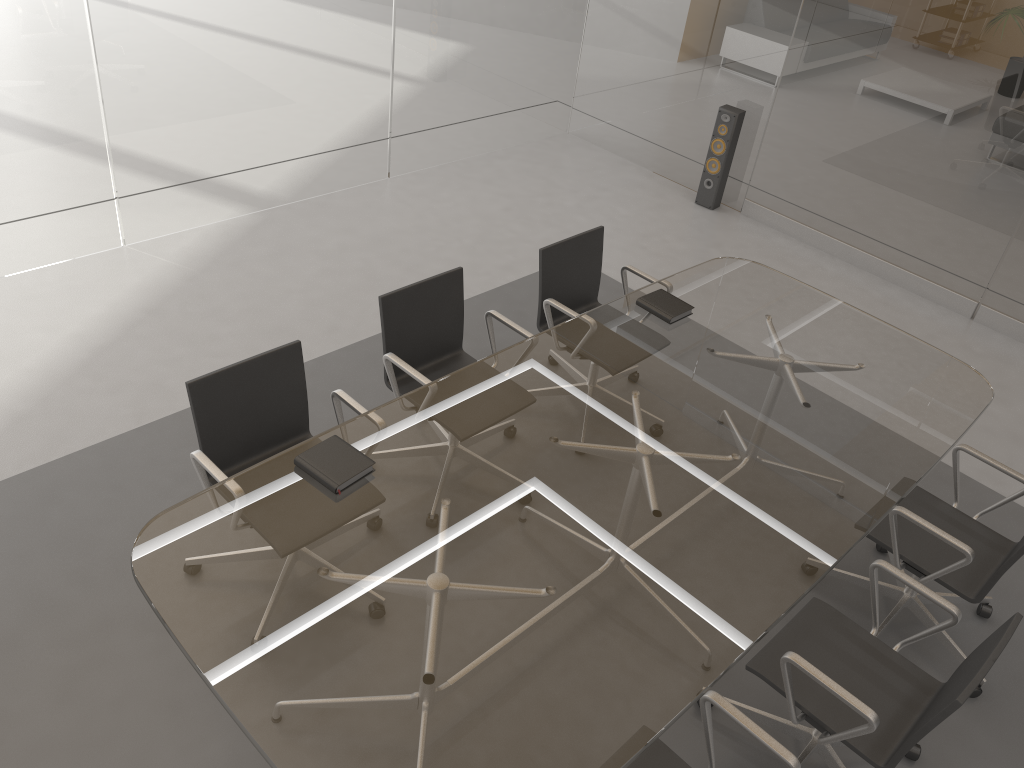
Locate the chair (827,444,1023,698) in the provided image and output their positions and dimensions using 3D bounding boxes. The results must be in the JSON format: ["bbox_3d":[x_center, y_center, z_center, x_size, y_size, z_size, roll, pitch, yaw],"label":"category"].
[{"bbox_3d":[1.504,0.559,3.202,0.710,0.805,0.731,23,38,19],"label":"chair"}]

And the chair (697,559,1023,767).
[{"bbox_3d":[0.974,0.880,2.654,0.710,0.805,0.731,23,38,19],"label":"chair"}]

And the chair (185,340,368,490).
[{"bbox_3d":[-0.712,0.382,3.002,0.710,0.805,0.731,22,38,19],"label":"chair"}]

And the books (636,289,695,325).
[{"bbox_3d":[0.631,-0.321,3.658,0.164,0.032,0.183,-25,47,-37],"label":"books"}]

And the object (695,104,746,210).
[{"bbox_3d":[1.450,-1.580,6.218,0.152,0.706,0.124,31,41,28],"label":"object"}]

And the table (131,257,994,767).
[{"bbox_3d":[0.402,0.491,3.140,3.054,0.721,1.372,-26,48,-38],"label":"table"}]

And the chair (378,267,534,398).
[{"bbox_3d":[-0.187,0.058,3.553,0.710,0.805,0.731,22,38,19],"label":"chair"}]

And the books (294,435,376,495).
[{"bbox_3d":[-0.529,0.240,2.655,0.183,0.032,0.164,30,41,27],"label":"books"}]

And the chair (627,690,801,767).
[{"bbox_3d":[0.350,1.126,2.191,0.710,0.805,0.731,23,38,19],"label":"chair"}]

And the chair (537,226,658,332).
[{"bbox_3d":[0.433,-0.192,4.020,0.710,0.805,0.731,22,38,19],"label":"chair"}]
